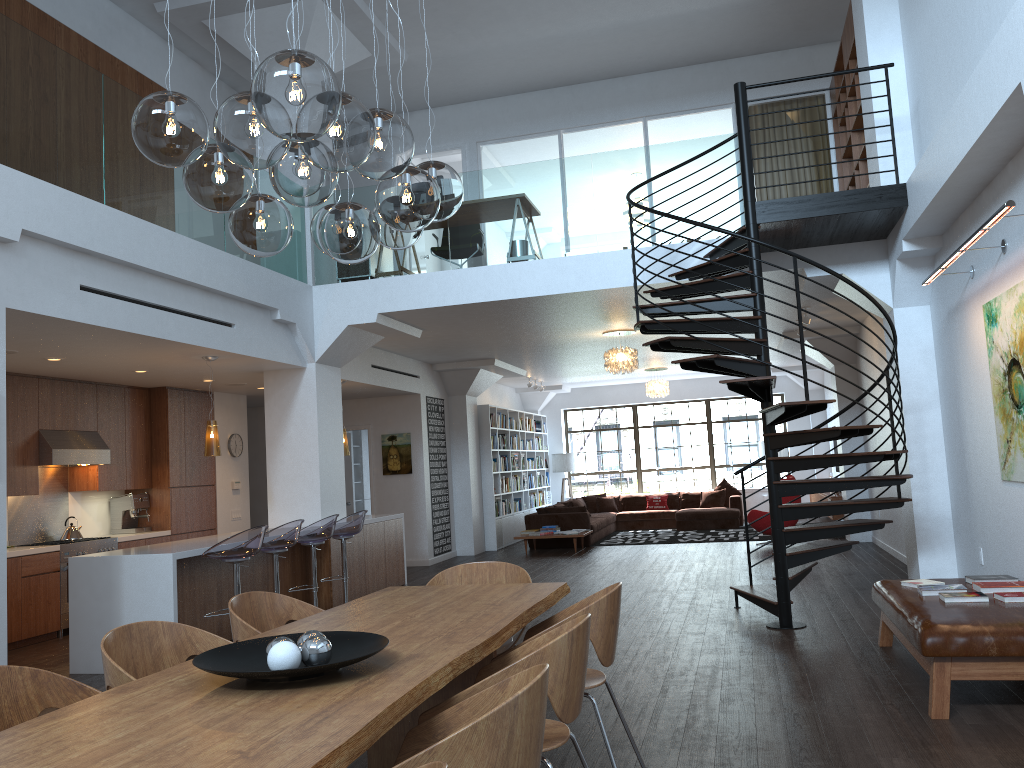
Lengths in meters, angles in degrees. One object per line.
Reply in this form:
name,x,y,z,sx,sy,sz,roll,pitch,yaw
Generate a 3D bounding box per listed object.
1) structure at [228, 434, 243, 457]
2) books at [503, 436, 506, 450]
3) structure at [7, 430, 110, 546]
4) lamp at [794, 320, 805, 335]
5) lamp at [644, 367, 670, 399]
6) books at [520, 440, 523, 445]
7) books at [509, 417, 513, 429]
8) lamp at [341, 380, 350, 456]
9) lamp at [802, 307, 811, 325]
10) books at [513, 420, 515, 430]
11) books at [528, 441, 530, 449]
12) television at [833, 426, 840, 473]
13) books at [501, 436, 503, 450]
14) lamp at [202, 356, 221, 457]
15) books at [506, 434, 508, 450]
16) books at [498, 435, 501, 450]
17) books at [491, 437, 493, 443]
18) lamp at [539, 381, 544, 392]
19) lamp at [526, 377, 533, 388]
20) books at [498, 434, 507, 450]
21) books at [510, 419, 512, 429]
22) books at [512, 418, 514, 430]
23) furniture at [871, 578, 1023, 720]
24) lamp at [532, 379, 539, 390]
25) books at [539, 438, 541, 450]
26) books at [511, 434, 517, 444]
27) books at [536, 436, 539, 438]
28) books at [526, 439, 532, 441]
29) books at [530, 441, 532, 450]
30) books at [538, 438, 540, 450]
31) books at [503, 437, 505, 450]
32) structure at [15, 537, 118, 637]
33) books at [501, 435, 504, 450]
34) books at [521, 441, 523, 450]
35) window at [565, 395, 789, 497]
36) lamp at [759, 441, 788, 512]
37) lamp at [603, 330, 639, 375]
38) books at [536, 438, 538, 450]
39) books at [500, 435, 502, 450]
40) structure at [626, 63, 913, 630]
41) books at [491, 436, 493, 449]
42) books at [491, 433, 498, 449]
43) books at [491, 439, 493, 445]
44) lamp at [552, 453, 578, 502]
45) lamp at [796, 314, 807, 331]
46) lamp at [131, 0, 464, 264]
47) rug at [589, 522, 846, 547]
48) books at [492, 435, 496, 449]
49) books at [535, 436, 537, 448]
structure,-3.555,0.790,11.407,0.040,0.300,0.300,-5,-6,14
books,-0.201,1.054,15.759,0.174,0.240,0.054,-5,-6,14
structure,-4.540,1.032,8.925,0.529,1.110,0.811,-5,-6,14
lamp,3.673,-0.712,11.299,0.120,0.211,0.111,1,-7,-41
lamp,2.663,-0.010,16.273,0.442,0.539,0.441,0,-6,-33
books,0.144,1.182,17.057,0.139,0.191,0.036,-5,-6,14
books,-0.063,0.738,16.404,0.140,0.231,0.042,-5,-6,14
lamp,-2.045,0.412,10.671,0.149,0.900,0.149,0,-6,-31
lamp,3.416,-0.790,10.310,0.120,0.211,0.111,-2,-6,-12
books,-0.024,0.768,16.534,0.139,0.191,0.036,-5,-6,14
books,0.284,1.233,17.621,0.128,0.178,0.022,-5,-6,14
television,5.673,1.133,15.424,0.013,0.816,1.324,-5,-6,14
books,-0.254,1.037,15.582,0.171,0.246,0.039,-5,-6,14
lamp,-1.667,-0.235,8.884,2.842,1.807,0.149,1,-7,-36
books,-0.162,1.042,15.922,0.176,0.291,0.053,-5,-6,14
books,-0.295,1.021,15.422,0.183,0.253,0.042,-5,-6,14
books,-0.407,1.000,14.941,0.161,0.218,0.101,-5,-6,14
lamp,0.584,0.049,17.423,0.120,0.211,0.111,-2,-6,-12
lamp,0.327,-0.030,16.435,0.120,0.211,0.111,1,-7,-41
books,-0.191,1.042,15.876,0.198,0.284,0.049,-5,-6,14
books,-0.079,0.745,16.319,0.146,0.202,0.027,-5,-6,14
books,-0.055,0.744,16.452,0.158,0.226,0.052,-5,-6,14
furniture,2.679,1.442,5.096,0.907,0.453,1.819,-5,-6,14
lamp,0.454,0.009,16.923,0.120,0.211,0.111,-1,-6,-26
books,0.496,1.258,18.443,0.180,0.259,0.060,-5,-6,14
books,0.006,1.093,16.568,0.176,0.290,0.053,-5,-6,14
books,0.482,1.239,18.398,0.176,0.290,0.036,-5,-6,14
books,0.335,1.222,17.824,0.140,0.231,0.042,-5,-6,14
books,0.317,1.233,17.744,0.136,0.196,0.045,-5,-6,14
books,0.483,1.254,18.361,0.183,0.253,0.034,-5,-6,14
books,-0.215,1.056,15.684,0.161,0.223,0.032,-5,-6,14
structure,-4.417,2.024,8.814,0.662,0.919,0.811,-5,-6,14
books,-0.239,1.040,15.654,0.183,0.253,0.042,-5,-6,14
books,0.133,1.186,17.001,0.126,0.173,0.032,-5,-6,14
window,3.484,1.361,19.085,4.648,1.905,0.114,-5,-6,14
lamp,5.309,1.926,17.827,0.545,1.579,0.545,-6,-6,25
lamp,1.395,-0.398,11.389,0.442,0.539,0.441,0,-6,-33
books,0.429,1.239,18.174,0.183,0.253,0.034,-5,-6,14
books,-0.279,1.025,15.507,0.180,0.259,0.042,-5,-6,14
structure,1.992,-0.293,7.059,1.998,4.352,1.998,-1,-6,-25
books,-0.396,0.995,14.969,0.152,0.232,0.104,-5,-6,14
books,-0.343,0.980,15.156,0.176,0.290,0.053,-5,-6,14
books,-0.421,1.012,14.862,0.161,0.182,0.170,-5,-6,14
lamp,1.167,2.278,18.982,0.545,1.579,0.545,-4,-5,3
lamp,3.546,-0.751,10.811,0.120,0.211,0.111,-1,-6,-26
lamp,-0.745,-1.546,3.285,0.849,2.140,1.787,-5,-6,13
rug,3.601,2.576,15.275,4.200,0.007,3.100,-5,-6,16
books,-0.369,0.999,15.081,0.174,0.242,0.105,-5,-6,14
books,0.416,1.218,18.135,0.176,0.290,0.053,-5,-6,14
